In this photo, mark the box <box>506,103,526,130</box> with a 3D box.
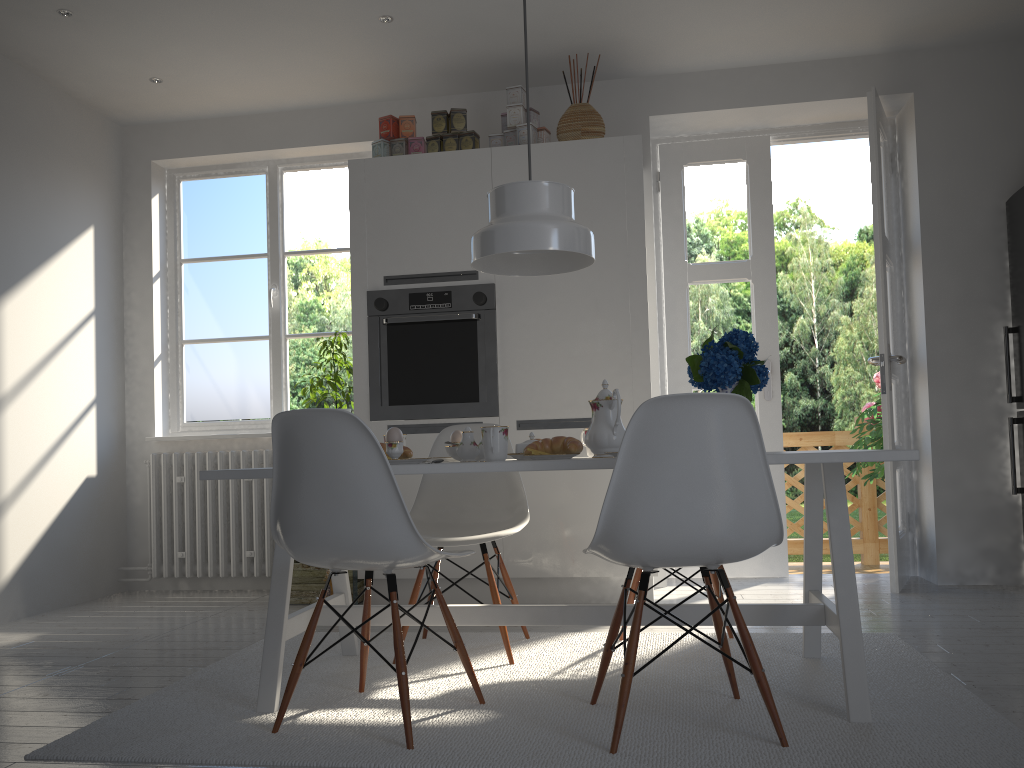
[{"bbox_3d":[0.021,-1.252,4.170,0.081,0.110,0.081,-3,-3,14],"label":"box"}]

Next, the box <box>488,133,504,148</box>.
[{"bbox_3d":[-0.066,-1.133,4.245,0.081,0.110,0.081,-2,-3,9],"label":"box"}]

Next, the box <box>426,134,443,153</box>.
[{"bbox_3d":[-0.360,-1.125,4.242,0.081,0.110,0.081,-3,-3,24],"label":"box"}]

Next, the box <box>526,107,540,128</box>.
[{"bbox_3d":[0.082,-1.249,4.235,0.081,0.110,0.081,-4,-4,34],"label":"box"}]

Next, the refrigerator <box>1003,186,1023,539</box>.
[{"bbox_3d":[2.617,0.004,3.833,0.694,1.797,0.577,-2,-2,9],"label":"refrigerator"}]

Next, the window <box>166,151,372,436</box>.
[{"bbox_3d":[-1.320,-0.479,4.931,1.286,1.561,0.116,-2,-2,9],"label":"window"}]

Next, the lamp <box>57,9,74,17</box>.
[{"bbox_3d":[-1.861,-1.555,3.691,0.064,0.030,0.064,-2,-4,2],"label":"lamp"}]

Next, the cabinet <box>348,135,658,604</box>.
[{"bbox_3d":[-0.025,-0.027,4.296,1.378,2.093,0.514,-2,-2,9],"label":"cabinet"}]

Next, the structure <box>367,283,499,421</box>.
[{"bbox_3d":[-0.292,-0.137,4.202,0.727,0.608,0.322,-2,-3,9],"label":"structure"}]

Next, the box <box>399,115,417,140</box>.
[{"bbox_3d":[-0.502,-1.228,4.274,0.081,0.110,0.081,-2,-3,-1],"label":"box"}]

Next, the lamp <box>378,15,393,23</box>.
[{"bbox_3d":[-0.545,-1.585,3.825,0.064,0.030,0.064,-2,-4,2],"label":"lamp"}]

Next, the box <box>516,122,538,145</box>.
[{"bbox_3d":[0.070,-1.147,4.125,0.081,0.110,0.081,-3,-3,24],"label":"box"}]

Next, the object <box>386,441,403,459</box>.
[{"bbox_3d":[-0.321,0.187,2.425,0.048,0.057,0.048,1,-4,-40],"label":"object"}]

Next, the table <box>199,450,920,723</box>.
[{"bbox_3d":[0.135,0.553,2.623,1.826,0.659,0.815,-2,-4,9],"label":"table"}]

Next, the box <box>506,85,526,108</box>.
[{"bbox_3d":[0.021,-1.356,4.232,0.081,0.110,0.081,-3,-3,19],"label":"box"}]

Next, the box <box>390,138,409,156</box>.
[{"bbox_3d":[-0.538,-1.117,4.271,0.081,0.110,0.081,-3,-3,14],"label":"box"}]

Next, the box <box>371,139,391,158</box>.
[{"bbox_3d":[-0.624,-1.114,4.278,0.081,0.110,0.081,-4,-4,39],"label":"box"}]

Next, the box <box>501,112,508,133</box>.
[{"bbox_3d":[-0.004,-1.243,4.270,0.081,0.110,0.081,-3,-3,19],"label":"box"}]

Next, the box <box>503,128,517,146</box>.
[{"bbox_3d":[0.011,-1.140,4.194,0.081,0.110,0.081,-3,-3,24],"label":"box"}]

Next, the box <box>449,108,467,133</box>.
[{"bbox_3d":[-0.256,-1.240,4.206,0.081,0.110,0.081,-1,-3,-11],"label":"box"}]

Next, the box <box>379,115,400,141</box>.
[{"bbox_3d":[-0.589,-1.226,4.272,0.081,0.110,0.081,-3,-3,29],"label":"box"}]

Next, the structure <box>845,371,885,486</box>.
[{"bbox_3d":[2.749,0.415,5.814,1.175,1.278,1.264,-2,-3,10],"label":"structure"}]

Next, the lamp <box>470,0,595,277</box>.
[{"bbox_3d":[0.043,-1.020,2.692,0.374,1.321,0.373,-4,-3,40],"label":"lamp"}]

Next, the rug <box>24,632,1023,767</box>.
[{"bbox_3d":[0.102,0.885,2.617,2.310,0.004,1.429,-2,-5,9],"label":"rug"}]

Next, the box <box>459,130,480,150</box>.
[{"bbox_3d":[-0.200,-1.133,4.202,0.081,0.110,0.081,-3,-3,19],"label":"box"}]

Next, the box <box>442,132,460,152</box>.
[{"bbox_3d":[-0.284,-1.129,4.219,0.081,0.110,0.081,-2,-3,9],"label":"box"}]

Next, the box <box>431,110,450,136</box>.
[{"bbox_3d":[-0.339,-1.236,4.227,0.081,0.110,0.081,-2,-3,9],"label":"box"}]

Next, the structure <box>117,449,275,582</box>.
[{"bbox_3d":[-1.753,0.743,4.733,2.101,0.759,0.175,-2,-2,9],"label":"structure"}]

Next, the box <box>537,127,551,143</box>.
[{"bbox_3d":[0.135,-1.144,4.185,0.081,0.110,0.081,-3,-3,24],"label":"box"}]

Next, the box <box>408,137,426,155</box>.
[{"bbox_3d":[-0.454,-1.120,4.261,0.081,0.110,0.081,-2,-3,4],"label":"box"}]

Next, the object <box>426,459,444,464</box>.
[{"bbox_3d":[-0.214,0.210,2.404,0.032,0.011,0.140,-3,-5,12],"label":"object"}]

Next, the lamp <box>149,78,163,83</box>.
[{"bbox_3d":[-1.753,-1.505,4.365,0.064,0.030,0.064,-2,-4,2],"label":"lamp"}]
